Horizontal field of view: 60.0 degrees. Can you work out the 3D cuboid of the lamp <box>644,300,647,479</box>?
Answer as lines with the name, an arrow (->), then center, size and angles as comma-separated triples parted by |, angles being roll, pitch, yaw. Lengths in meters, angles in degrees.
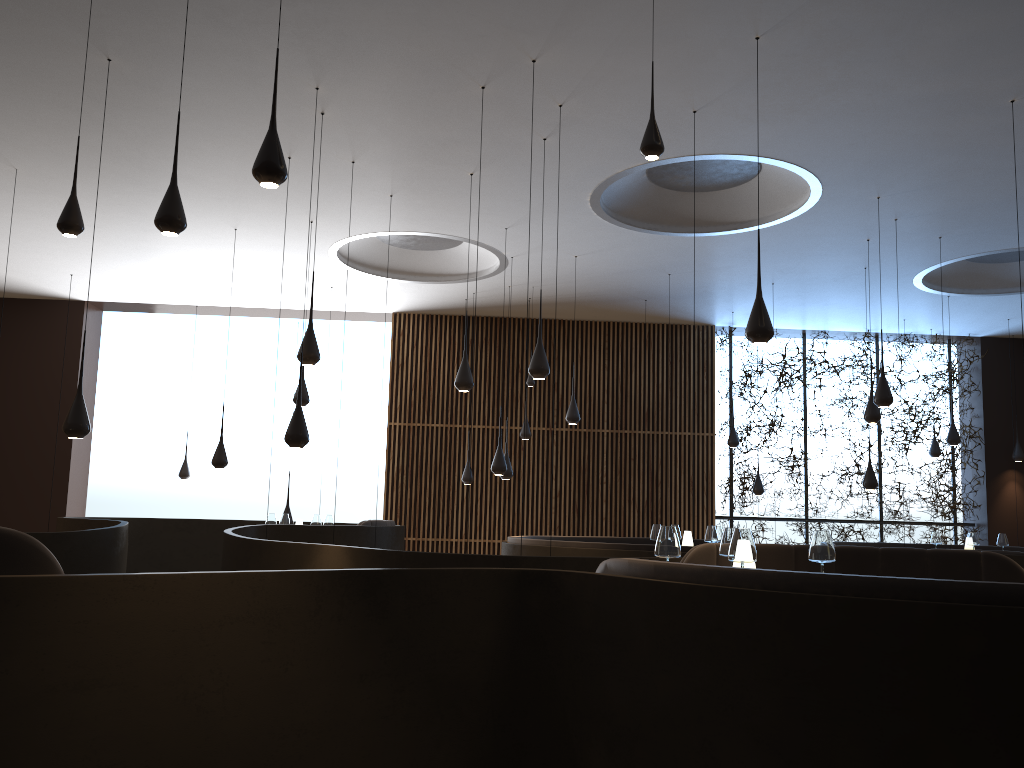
lamp -> 2.015, 1.789, 13.521 | 0.196, 6.256, 0.196 | 5, -8, -28

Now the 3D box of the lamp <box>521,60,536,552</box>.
lamp -> 0.080, 0.646, 6.357 | 0.196, 6.256, 0.196 | 4, -8, -18

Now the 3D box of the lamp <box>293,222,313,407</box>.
lamp -> -2.429, -0.838, 10.471 | 0.196, 2.217, 0.196 | -3, -8, 32

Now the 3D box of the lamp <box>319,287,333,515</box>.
lamp -> -2.861, 1.614, 13.261 | 0.196, 6.256, 0.196 | 5, -8, -28

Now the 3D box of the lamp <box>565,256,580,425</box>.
lamp -> 0.814, -0.581, 11.566 | 0.196, 2.217, 0.196 | 3, -7, -8

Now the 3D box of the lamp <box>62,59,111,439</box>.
lamp -> -3.179, -1.063, 6.725 | 0.196, 2.951, 0.196 | -3, -8, 32

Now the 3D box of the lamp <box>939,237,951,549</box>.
lamp -> 5.007, 1.362, 10.160 | 0.196, 6.256, 0.196 | -3, -8, 32

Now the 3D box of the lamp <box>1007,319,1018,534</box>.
lamp -> 8.031, 2.046, 14.105 | 0.196, 6.256, 0.196 | -1, -8, 22

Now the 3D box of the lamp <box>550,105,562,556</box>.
lamp -> 0.321, 0.761, 7.072 | 0.196, 6.256, 0.196 | -1, -8, 22

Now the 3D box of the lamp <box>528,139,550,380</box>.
lamp -> 0.269, -1.144, 7.989 | 0.196, 2.217, 0.196 | 3, -7, -8

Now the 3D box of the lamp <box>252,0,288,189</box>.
lamp -> -0.900, -1.498, 3.454 | 0.133, 1.504, 0.133 | 4, -8, -18

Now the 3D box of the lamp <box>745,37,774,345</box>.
lamp -> 1.725, -1.374, 6.205 | 0.196, 2.217, 0.196 | -5, -10, 42

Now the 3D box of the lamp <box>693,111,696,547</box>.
lamp -> 1.459, 0.799, 7.114 | 0.196, 6.256, 0.196 | -3, -8, 32

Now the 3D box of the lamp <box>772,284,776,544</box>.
lamp -> 3.671, 1.661, 12.376 | 0.196, 6.256, 0.196 | -5, -10, 42

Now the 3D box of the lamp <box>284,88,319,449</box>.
lamp -> -1.640, -0.963, 7.097 | 0.196, 2.951, 0.196 | 1, -7, 2

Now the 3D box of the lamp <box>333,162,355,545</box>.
lamp -> -1.660, 0.907, 8.392 | 0.196, 6.256, 0.196 | 1, -7, 2

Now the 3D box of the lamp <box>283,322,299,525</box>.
lamp -> -3.131, 0.575, 12.642 | 0.196, 2.951, 0.196 | -5, -10, 42

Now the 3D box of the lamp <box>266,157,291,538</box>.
lamp -> -2.275, 0.880, 8.329 | 0.196, 6.256, 0.196 | -3, -8, 32

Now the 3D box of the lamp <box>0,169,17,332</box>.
lamp -> -5.227, 0.581, 8.861 | 0.196, 6.256, 0.196 | 0, -7, 12

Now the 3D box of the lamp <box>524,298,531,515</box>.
lamp -> 0.195, 1.750, 13.597 | 0.196, 6.256, 0.196 | 1, -7, 5

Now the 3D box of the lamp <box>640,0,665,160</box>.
lamp -> 0.776, -1.964, 4.872 | 0.133, 1.504, 0.133 | 3, -7, -8

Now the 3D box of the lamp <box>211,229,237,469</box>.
lamp -> -3.463, -0.451, 10.799 | 0.196, 2.951, 0.196 | -3, -8, 32

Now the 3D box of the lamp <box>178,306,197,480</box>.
lamp -> -5.444, 0.135, 15.018 | 0.196, 2.951, 0.196 | -1, -8, 22

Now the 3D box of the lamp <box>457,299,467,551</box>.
lamp -> -0.821, 1.752, 13.794 | 0.196, 6.256, 0.196 | 1, -7, 5

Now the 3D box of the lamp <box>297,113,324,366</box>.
lamp -> -1.682, -1.255, 7.589 | 0.196, 2.217, 0.196 | -3, -8, 32

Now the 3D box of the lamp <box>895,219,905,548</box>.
lamp -> 4.235, 1.254, 9.591 | 0.196, 6.256, 0.196 | -3, -8, 32

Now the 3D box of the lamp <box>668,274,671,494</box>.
lamp -> 2.123, 1.568, 12.045 | 0.196, 6.256, 0.196 | -5, -10, 42

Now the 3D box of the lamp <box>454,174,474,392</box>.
lamp -> -0.442, -1.027, 8.862 | 0.196, 2.217, 0.196 | 1, -7, 2

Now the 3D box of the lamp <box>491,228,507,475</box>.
lamp -> -0.111, -0.406, 10.481 | 0.196, 2.951, 0.196 | 7, -9, -38

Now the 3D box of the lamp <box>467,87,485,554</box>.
lamp -> -0.321, 0.701, 6.796 | 0.196, 6.256, 0.196 | 4, -8, -18

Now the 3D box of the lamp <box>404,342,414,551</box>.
lamp -> -1.686, 2.427, 13.982 | 0.196, 6.256, 0.196 | 5, -8, -28

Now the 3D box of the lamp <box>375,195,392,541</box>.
lamp -> -1.405, 1.050, 9.287 | 0.196, 6.256, 0.196 | 1, -7, 2

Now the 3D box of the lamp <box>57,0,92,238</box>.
lamp -> -2.292, -1.516, 4.730 | 0.132, 1.494, 0.132 | 1, -7, 2

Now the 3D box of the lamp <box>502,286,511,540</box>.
lamp -> -0.123, 1.639, 12.925 | 0.196, 6.256, 0.196 | -2, -8, 25

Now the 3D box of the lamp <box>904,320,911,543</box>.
lamp -> 6.432, 2.038, 14.342 | 0.196, 6.256, 0.196 | -1, -8, 22

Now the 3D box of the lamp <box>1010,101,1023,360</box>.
lamp -> 3.958, 0.818, 6.776 | 0.196, 6.256, 0.196 | -3, -8, 32

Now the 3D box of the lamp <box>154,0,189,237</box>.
lamp -> -1.656, -1.594, 4.461 | 0.153, 1.731, 0.153 | 7, -9, -38

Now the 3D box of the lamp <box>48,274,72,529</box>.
lamp -> -5.314, 1.806, 10.132 | 0.196, 6.256, 0.196 | 0, -7, 12
